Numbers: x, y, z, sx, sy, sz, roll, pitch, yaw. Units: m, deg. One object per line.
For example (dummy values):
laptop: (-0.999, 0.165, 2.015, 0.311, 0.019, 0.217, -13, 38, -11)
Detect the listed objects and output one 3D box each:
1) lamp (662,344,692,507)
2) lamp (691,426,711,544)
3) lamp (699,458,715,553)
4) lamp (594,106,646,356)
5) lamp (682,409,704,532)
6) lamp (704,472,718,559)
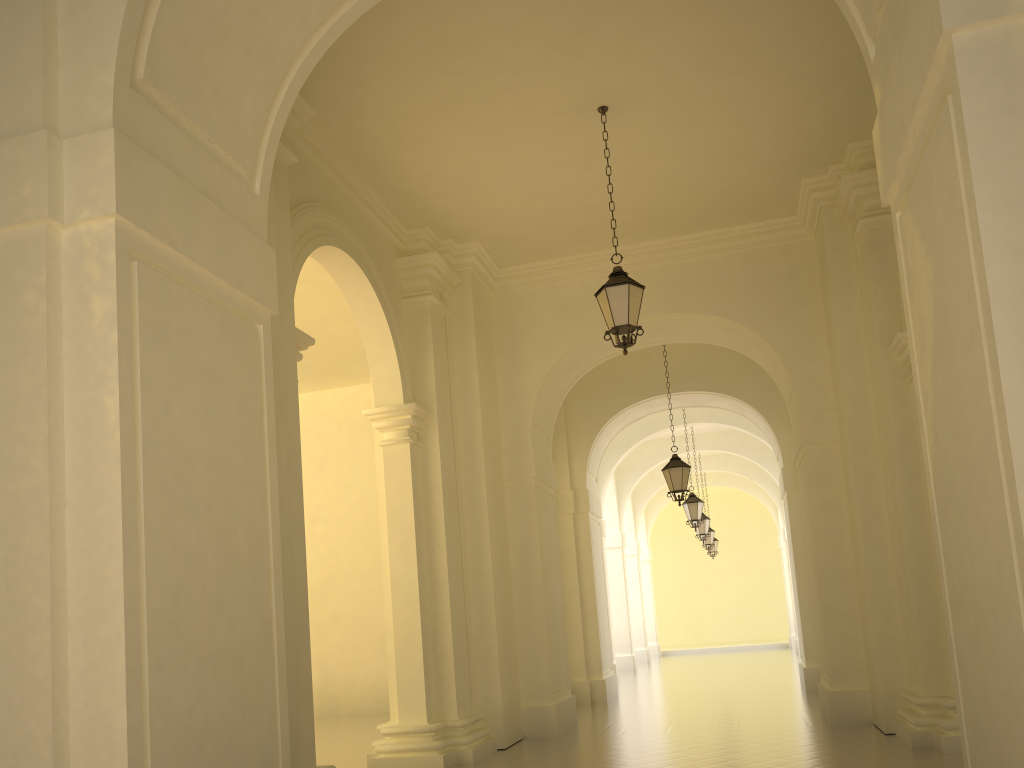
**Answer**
lamp: (2.676, 0.442, 14.786, 0.441, 3.246, 0.521, -2, -7, -16)
lamp: (4.955, 2.643, 23.399, 0.512, 3.246, 0.449, -6, -7, 14)
lamp: (5.930, 3.584, 27.083, 0.512, 3.246, 0.449, -6, -7, 14)
lamp: (1.003, -1.517, 8.617, 0.449, 2.516, 0.512, -11, -10, 43)
lamp: (3.963, 1.684, 19.648, 0.512, 3.246, 0.449, -6, -7, 14)
lamp: (6.899, 4.520, 30.744, 0.512, 3.246, 0.449, -6, -7, 14)
